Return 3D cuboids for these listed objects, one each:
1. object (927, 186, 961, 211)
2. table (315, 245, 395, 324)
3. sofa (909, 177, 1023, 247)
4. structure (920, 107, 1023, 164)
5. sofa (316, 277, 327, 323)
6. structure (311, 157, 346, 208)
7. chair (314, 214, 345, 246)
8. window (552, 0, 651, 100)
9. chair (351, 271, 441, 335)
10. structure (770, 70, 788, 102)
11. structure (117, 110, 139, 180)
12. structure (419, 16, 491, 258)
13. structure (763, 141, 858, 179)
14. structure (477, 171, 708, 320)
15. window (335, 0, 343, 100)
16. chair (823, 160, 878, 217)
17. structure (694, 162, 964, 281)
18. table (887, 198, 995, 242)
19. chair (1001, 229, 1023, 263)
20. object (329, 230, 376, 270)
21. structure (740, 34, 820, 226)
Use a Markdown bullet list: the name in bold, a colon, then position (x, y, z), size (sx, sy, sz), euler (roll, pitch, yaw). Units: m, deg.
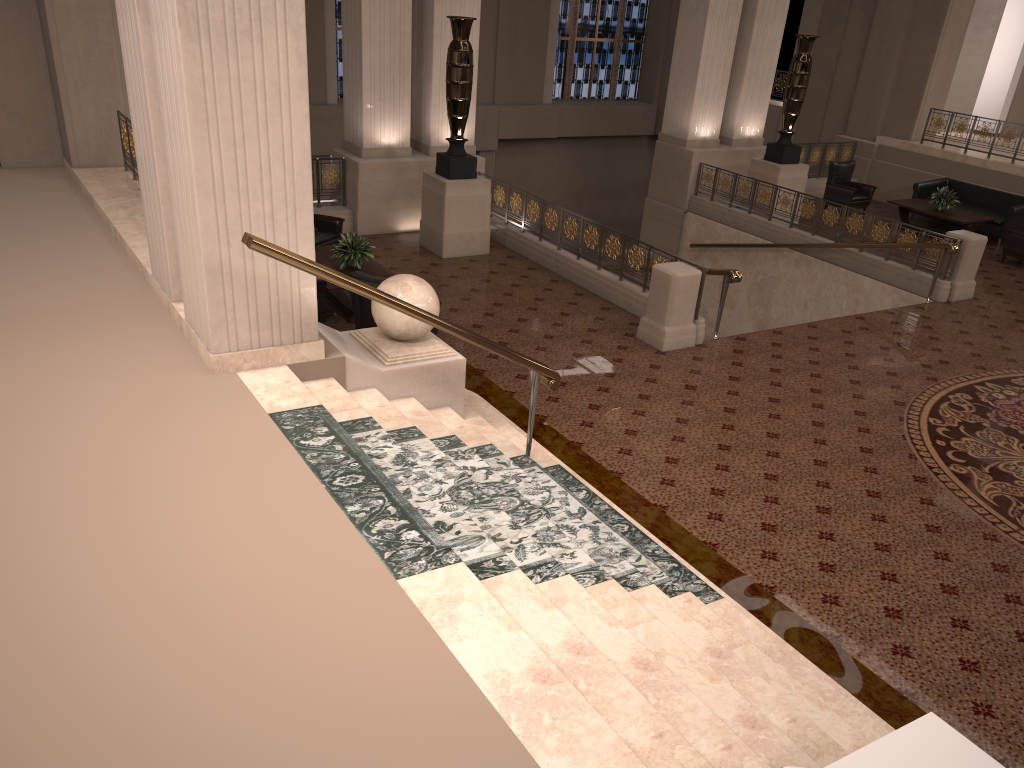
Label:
- **object**: position (7.038, -3.037, 14.362), size (0.502, 0.395, 0.500), euler (4, 26, -1)
- **table**: position (-1.874, -1.097, 9.647), size (0.830, 0.458, 1.421), euler (-11, 30, -30)
- **sofa**: position (7.808, -2.933, 14.955), size (0.866, 0.743, 1.852), euler (-12, 30, -30)
- **structure**: position (8.547, -4.044, 14.864), size (0.031, 0.656, 3.559), euler (-14, 31, -30)
- **sofa**: position (-2.652, -1.083, 9.146), size (0.866, 0.743, 1.852), euler (-12, 30, -30)
- **structure**: position (-3.387, -2.599, 11.568), size (2.509, 0.687, 0.031), euler (-10, 32, -29)
- **chair**: position (-2.534, -1.956, 10.866), size (0.710, 0.886, 0.623), euler (15, 29, 19)
- **window**: position (2.093, -9.475, 20.421), size (2.957, 5.625, 0.067), euler (-12, 32, -28)
- **chair**: position (-1.092, -0.662, 8.361), size (0.643, 0.886, 0.688), euler (13, 28, 15)
- **structure**: position (5.364, -6.670, 19.517), size (0.030, 0.702, 2.076), euler (-14, 31, -30)
- **structure**: position (-3.308, -1.947, 8.280), size (0.031, 0.656, 3.559), euler (-14, 31, -30)
- **structure**: position (-0.686, -3.111, 11.251), size (0.693, 2.927, 0.674), euler (-13, 33, -29)
- **structure**: position (5.547, -4.179, 16.531), size (2.509, 0.687, 0.031), euler (-10, 32, -29)
- **structure**: position (0.759, -1.869, 11.019), size (0.078, 0.564, 4.754), euler (-13, 30, -29)
- **window**: position (-2.423, -8.677, 17.912), size (2.957, 5.625, 0.067), euler (-12, 32, -28)
- **chair**: position (5.963, -3.460, 15.589), size (0.638, 0.886, 0.693), euler (-15, 33, -33)
- **structure**: position (4.379, -2.510, 13.030), size (0.078, 0.565, 4.758), euler (-14, 31, -30)
- **table**: position (7.014, -2.669, 14.584), size (0.830, 0.458, 1.421), euler (-11, 30, -30)
- **chair**: position (7.856, -2.172, 13.178), size (0.641, 0.886, 0.691), euler (-12, 32, -29)
- **object**: position (-1.700, -1.444, 9.407), size (0.502, 0.395, 0.500), euler (4, 26, -1)
- **structure**: position (4.386, -4.008, 14.068), size (0.693, 2.927, 0.674), euler (-13, 33, -29)
